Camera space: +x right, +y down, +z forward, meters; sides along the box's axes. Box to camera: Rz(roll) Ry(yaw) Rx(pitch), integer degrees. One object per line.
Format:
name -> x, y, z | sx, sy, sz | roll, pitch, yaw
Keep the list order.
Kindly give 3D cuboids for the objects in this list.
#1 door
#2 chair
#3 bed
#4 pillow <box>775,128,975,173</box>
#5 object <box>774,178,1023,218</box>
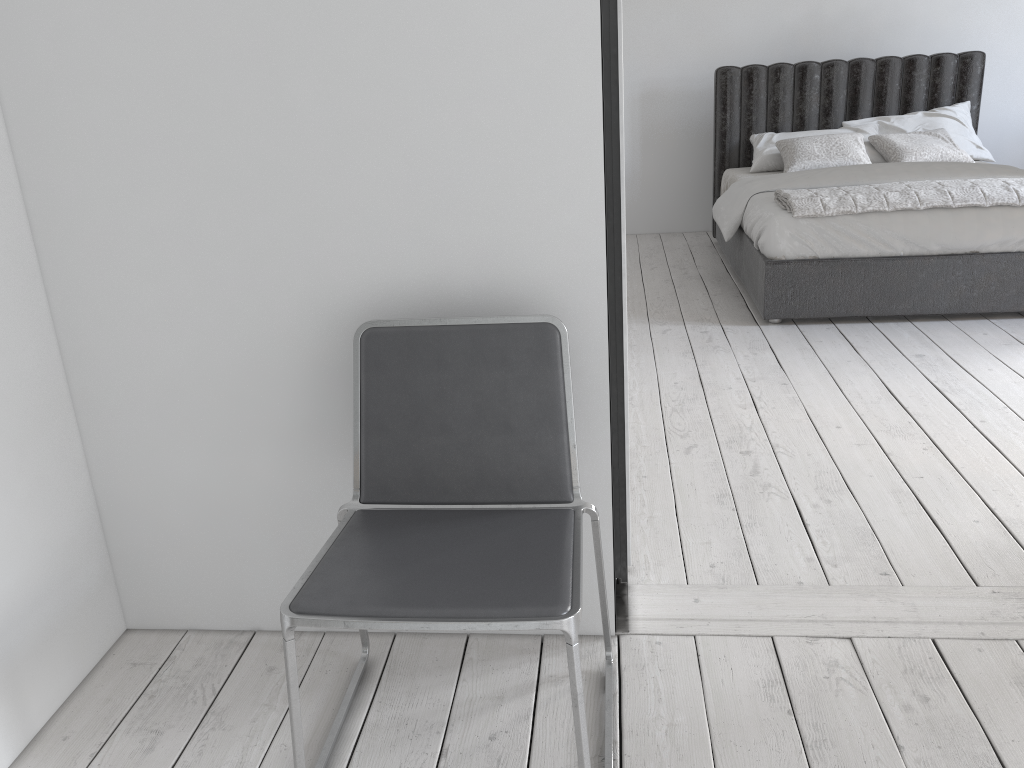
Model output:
door -> -0.092, -0.625, 1.938 | 0.666, 2.324, 0.034 | -1, 20, 7
chair -> -0.107, 0.331, 1.612 | 0.562, 0.796, 0.525 | -1, 20, 7
bed -> 2.101, -1.199, 4.944 | 1.888, 1.167, 2.179 | -1, 20, 7
pillow -> 2.174, -1.393, 5.325 | 1.146, 0.225, 0.416 | -4, 20, 0
object -> 2.006, -0.889, 4.164 | 1.460, 0.104, 0.405 | -1, 20, 7
